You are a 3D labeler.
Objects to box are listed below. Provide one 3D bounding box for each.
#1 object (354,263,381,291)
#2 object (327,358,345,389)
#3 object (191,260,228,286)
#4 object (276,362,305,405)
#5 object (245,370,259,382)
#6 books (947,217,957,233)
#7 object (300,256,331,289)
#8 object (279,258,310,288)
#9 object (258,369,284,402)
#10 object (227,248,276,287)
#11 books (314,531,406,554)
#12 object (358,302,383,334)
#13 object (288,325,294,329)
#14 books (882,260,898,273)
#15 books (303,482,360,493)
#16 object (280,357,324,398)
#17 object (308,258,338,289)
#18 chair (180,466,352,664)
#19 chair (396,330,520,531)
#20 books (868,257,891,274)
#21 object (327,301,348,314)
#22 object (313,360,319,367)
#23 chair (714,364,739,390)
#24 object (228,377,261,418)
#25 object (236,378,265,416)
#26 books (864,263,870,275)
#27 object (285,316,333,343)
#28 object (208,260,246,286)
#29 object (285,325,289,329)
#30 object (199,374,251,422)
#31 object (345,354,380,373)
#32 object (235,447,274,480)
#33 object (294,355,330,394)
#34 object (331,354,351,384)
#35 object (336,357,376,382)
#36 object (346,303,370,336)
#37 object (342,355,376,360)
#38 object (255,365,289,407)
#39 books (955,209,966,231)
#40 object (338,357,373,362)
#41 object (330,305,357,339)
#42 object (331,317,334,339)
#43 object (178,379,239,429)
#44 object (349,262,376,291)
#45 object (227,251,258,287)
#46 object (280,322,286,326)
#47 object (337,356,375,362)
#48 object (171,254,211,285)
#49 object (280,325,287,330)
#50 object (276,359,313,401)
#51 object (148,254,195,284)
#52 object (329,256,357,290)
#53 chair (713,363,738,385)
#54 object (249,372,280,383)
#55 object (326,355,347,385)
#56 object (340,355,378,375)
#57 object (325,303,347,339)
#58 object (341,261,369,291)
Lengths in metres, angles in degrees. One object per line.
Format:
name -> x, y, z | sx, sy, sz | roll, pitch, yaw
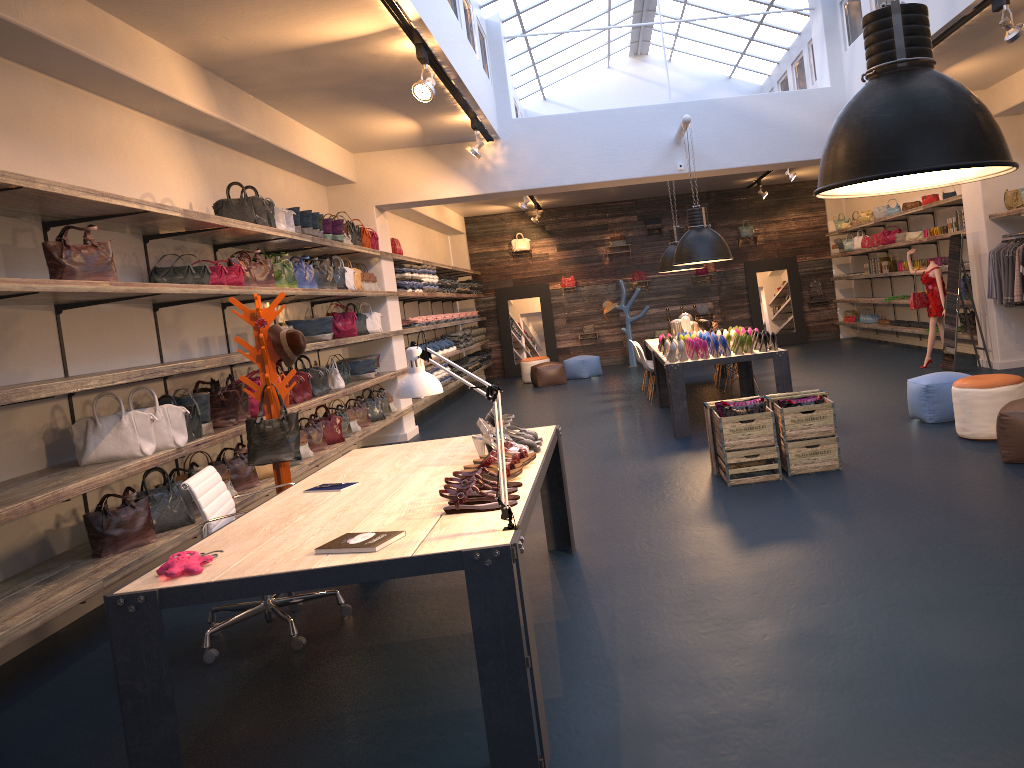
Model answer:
object -> -1.770, -1.251, 10.303 | 0.164, 0.366, 0.417 | -4, 4, 44
object -> -1.787, -0.105, 8.644 | 0.167, 0.308, 0.315 | -8, 4, -28
object -> -2.233, -0.790, 6.319 | 0.203, 0.243, 0.265 | -5, 4, 30
object -> -1.963, -0.004, 7.309 | 0.437, 0.385, 0.187 | -7, 3, -9
object -> -1.949, 0.072, 6.646 | 0.229, 0.342, 0.291 | -5, 4, 34
books -> 6.336, -2.266, 12.350 | 0.179, 0.210, 0.320 | -6, 4, 5
object -> -1.908, -1.048, 8.290 | 0.407, 0.338, 0.199 | -9, 4, -33
object -> -1.992, -0.980, 7.789 | 0.174, 0.304, 0.404 | -5, 4, 33
object -> -1.971, 0.043, 6.902 | 0.268, 0.361, 0.200 | -9, 4, -36
object -> -2.071, -0.916, 6.957 | 0.408, 0.338, 0.199 | -9, 4, -34
books -> -0.495, 0.518, 2.844 | 0.216, 0.017, 0.187 | -5, 5, 19
object -> -1.727, -0.779, 10.290 | 0.463, 0.385, 0.176 | -10, 4, -44
object -> -2.031, -0.427, 7.702 | 0.098, 0.175, 0.285 | -5, 4, 25
books -> 6.894, -2.143, 15.858 | 0.182, 0.212, 0.331 | -6, 4, 4
books -> -0.811, 0.461, 3.913 | 0.192, 0.018, 0.146 | -4, 5, 22
object -> -1.904, -0.061, 7.806 | 0.426, 0.385, 0.192 | -7, 3, 0
object -> -1.877, -1.073, 8.539 | 0.198, 0.338, 0.409 | -4, 5, 43
chair -> -1.188, 0.808, 4.268 | 0.710, 0.835, 0.656 | -8, 3, -19
chair -> -0.175, 0.175, 3.006 | 0.510, 0.744, 0.180 | -4, 4, 40
books -> 6.931, -2.230, 16.348 | 0.239, 0.287, 0.640 | -6, 4, 4
object -> -1.909, -0.707, 9.528 | 0.317, 0.409, 0.126 | -8, 3, -29
object -> -1.920, -0.076, 8.489 | 0.167, 0.308, 0.315 | -8, 4, -28
chair -> 3.110, -0.360, 12.434 | 0.547, 0.800, 0.465 | -7, 3, 0
object -> -1.966, 0.112, 6.404 | 0.256, 0.300, 0.347 | -5, 4, 31
object -> -1.983, 0.111, 6.508 | 0.274, 0.298, 0.230 | -9, 4, -32
books -> 6.956, -2.233, 16.822 | 0.179, 0.210, 0.320 | -6, 4, 5
object -> -1.865, -0.494, 8.045 | 0.440, 0.231, 0.169 | -8, 3, -18
object -> -2.152, -0.814, 6.484 | 0.204, 0.243, 0.264 | -5, 4, 28
object -> -1.992, -0.407, 7.412 | 0.098, 0.175, 0.284 | -6, 4, 23
object -> -2.049, 0.108, 6.210 | 0.345, 0.355, 0.162 | -7, 3, -1
object -> -1.774, -0.216, 10.370 | 0.440, 0.235, 0.168 | -8, 3, -19
object -> -1.920, 0.526, 6.635 | 0.177, 0.385, 0.462 | -4, 4, 40
object -> -1.900, -0.081, 8.029 | 0.436, 0.385, 0.188 | -7, 3, -8
object -> -1.806, -0.152, 9.131 | 0.257, 0.328, 0.099 | -10, 4, -42
object -> -1.682, -0.151, 9.464 | 0.440, 0.231, 0.168 | -8, 3, -19
object -> -1.831, -0.740, 9.976 | 0.177, 0.385, 0.461 | -5, 4, 37
object -> -1.785, -0.198, 10.178 | 0.446, 0.235, 0.166 | -8, 4, -25
object -> -1.959, 0.032, 7.016 | 0.268, 0.361, 0.200 | -9, 4, -36
books -> 6.311, -2.263, 11.876 | 0.239, 0.287, 0.640 | -6, 4, 4
object -> -1.723, -0.161, 9.635 | 0.448, 0.231, 0.165 | -9, 4, -27
object -> -1.808, -0.672, 9.267 | 0.204, 0.361, 0.264 | -5, 3, 28
object -> -2.033, -0.547, 8.912 | 0.440, 0.235, 0.169 | -8, 3, -18
object -> -2.086, 0.136, 6.018 | 0.370, 0.338, 0.221 | -6, 3, 7
object -> -1.797, -1.226, 10.050 | 0.164, 0.366, 0.417 | -4, 4, 44
object -> -2.104, -0.878, 6.752 | 0.194, 0.304, 0.363 | -7, 4, -7
object -> -2.046, -0.512, 8.527 | 0.442, 0.235, 0.168 | -8, 3, -20
object -> -1.748, -0.171, 9.818 | 0.446, 0.235, 0.166 | -8, 4, -25
object -> -2.298, -0.786, 6.166 | 0.309, 0.275, 0.129 | -8, 3, -17
object -> -1.955, -0.385, 7.118 | 0.096, 0.175, 0.290 | -5, 4, 34
object -> -1.942, -0.033, 7.526 | 0.430, 0.385, 0.191 | -7, 3, -3
object -> -2.364, -0.767, 6.031 | 0.309, 0.275, 0.129 | -8, 3, -17
object -> -1.832, -1.159, 9.138 | 0.177, 0.385, 0.462 | -4, 4, 40
chair -> 3.245, -0.433, 13.100 | 0.543, 0.800, 0.468 | -7, 3, 3
object -> -1.937, 0.061, 6.758 | 0.229, 0.342, 0.291 | -5, 4, 34
object -> -1.820, -0.136, 8.967 | 0.257, 0.328, 0.099 | -10, 4, -42
object -> -1.743, -0.188, 10.007 | 0.442, 0.235, 0.168 | -8, 3, -21
object -> -1.878, -0.686, 9.387 | 0.214, 0.384, 0.268 | -5, 3, 25
object -> -1.827, -1.199, 9.770 | 0.164, 0.366, 0.417 | -4, 4, 44
